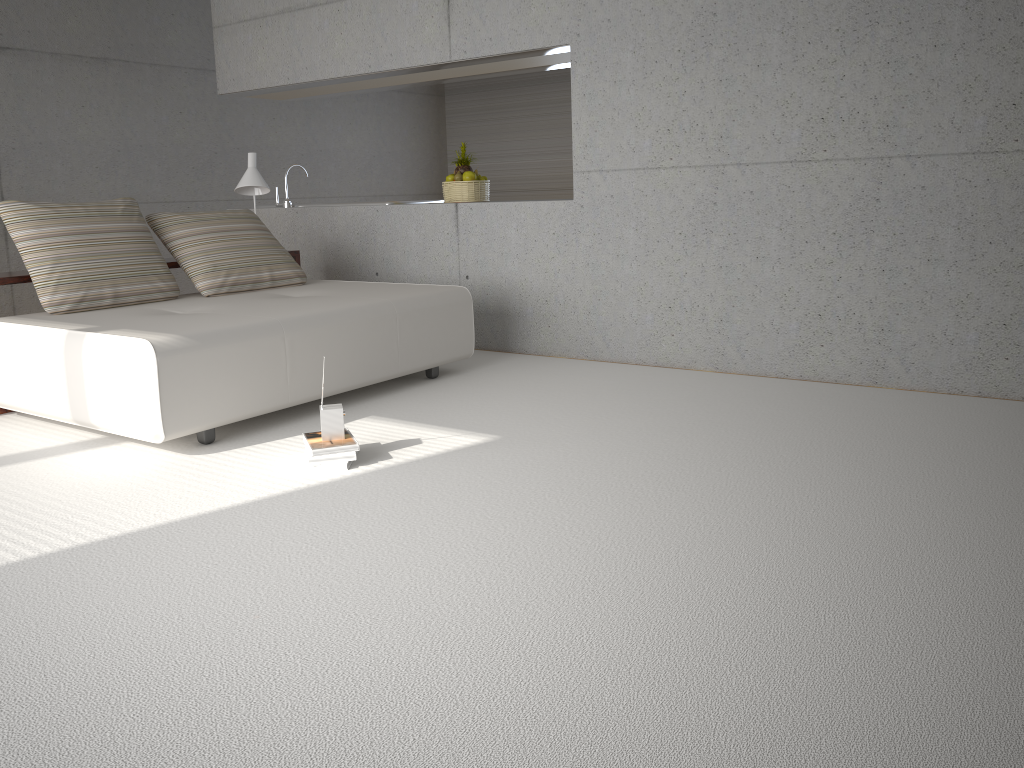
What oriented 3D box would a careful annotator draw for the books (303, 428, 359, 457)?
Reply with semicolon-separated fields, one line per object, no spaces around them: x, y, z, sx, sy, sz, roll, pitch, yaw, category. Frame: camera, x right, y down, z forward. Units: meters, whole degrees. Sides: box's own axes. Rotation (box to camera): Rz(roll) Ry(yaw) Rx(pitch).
-0.745;0.237;3.627;0.189;0.031;0.267;-6;13;-20;books

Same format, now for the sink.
-1.416;-1.556;7.310;1.708;0.534;0.774;6;14;35;sink

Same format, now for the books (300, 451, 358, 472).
-0.746;0.302;3.629;0.189;0.031;0.268;-2;12;0;books

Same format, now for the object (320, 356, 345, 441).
-0.729;0.051;3.561;0.090;0.362;0.187;-4;9;-14;object

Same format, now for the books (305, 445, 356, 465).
-0.747;0.270;3.625;0.189;0.031;0.268;-5;13;-15;books

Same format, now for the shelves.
-2.303;-0.400;5.519;0.401;0.707;2.273;4;13;35;shelves

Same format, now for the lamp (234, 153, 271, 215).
-1.796;-1.281;6.221;0.244;0.692;0.327;1;9;17;lamp

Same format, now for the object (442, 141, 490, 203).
-0.348;-1.564;6.520;0.333;0.437;0.373;2;10;21;object

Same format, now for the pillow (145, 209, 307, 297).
-1.787;-0.843;5.599;0.579;0.511;0.815;6;13;35;pillow

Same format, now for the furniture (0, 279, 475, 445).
-1.496;-0.205;4.950;1.617;0.516;2.191;6;14;35;furniture

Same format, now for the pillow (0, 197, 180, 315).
-2.323;-0.732;4.931;0.491;0.603;0.809;5;12;34;pillow
